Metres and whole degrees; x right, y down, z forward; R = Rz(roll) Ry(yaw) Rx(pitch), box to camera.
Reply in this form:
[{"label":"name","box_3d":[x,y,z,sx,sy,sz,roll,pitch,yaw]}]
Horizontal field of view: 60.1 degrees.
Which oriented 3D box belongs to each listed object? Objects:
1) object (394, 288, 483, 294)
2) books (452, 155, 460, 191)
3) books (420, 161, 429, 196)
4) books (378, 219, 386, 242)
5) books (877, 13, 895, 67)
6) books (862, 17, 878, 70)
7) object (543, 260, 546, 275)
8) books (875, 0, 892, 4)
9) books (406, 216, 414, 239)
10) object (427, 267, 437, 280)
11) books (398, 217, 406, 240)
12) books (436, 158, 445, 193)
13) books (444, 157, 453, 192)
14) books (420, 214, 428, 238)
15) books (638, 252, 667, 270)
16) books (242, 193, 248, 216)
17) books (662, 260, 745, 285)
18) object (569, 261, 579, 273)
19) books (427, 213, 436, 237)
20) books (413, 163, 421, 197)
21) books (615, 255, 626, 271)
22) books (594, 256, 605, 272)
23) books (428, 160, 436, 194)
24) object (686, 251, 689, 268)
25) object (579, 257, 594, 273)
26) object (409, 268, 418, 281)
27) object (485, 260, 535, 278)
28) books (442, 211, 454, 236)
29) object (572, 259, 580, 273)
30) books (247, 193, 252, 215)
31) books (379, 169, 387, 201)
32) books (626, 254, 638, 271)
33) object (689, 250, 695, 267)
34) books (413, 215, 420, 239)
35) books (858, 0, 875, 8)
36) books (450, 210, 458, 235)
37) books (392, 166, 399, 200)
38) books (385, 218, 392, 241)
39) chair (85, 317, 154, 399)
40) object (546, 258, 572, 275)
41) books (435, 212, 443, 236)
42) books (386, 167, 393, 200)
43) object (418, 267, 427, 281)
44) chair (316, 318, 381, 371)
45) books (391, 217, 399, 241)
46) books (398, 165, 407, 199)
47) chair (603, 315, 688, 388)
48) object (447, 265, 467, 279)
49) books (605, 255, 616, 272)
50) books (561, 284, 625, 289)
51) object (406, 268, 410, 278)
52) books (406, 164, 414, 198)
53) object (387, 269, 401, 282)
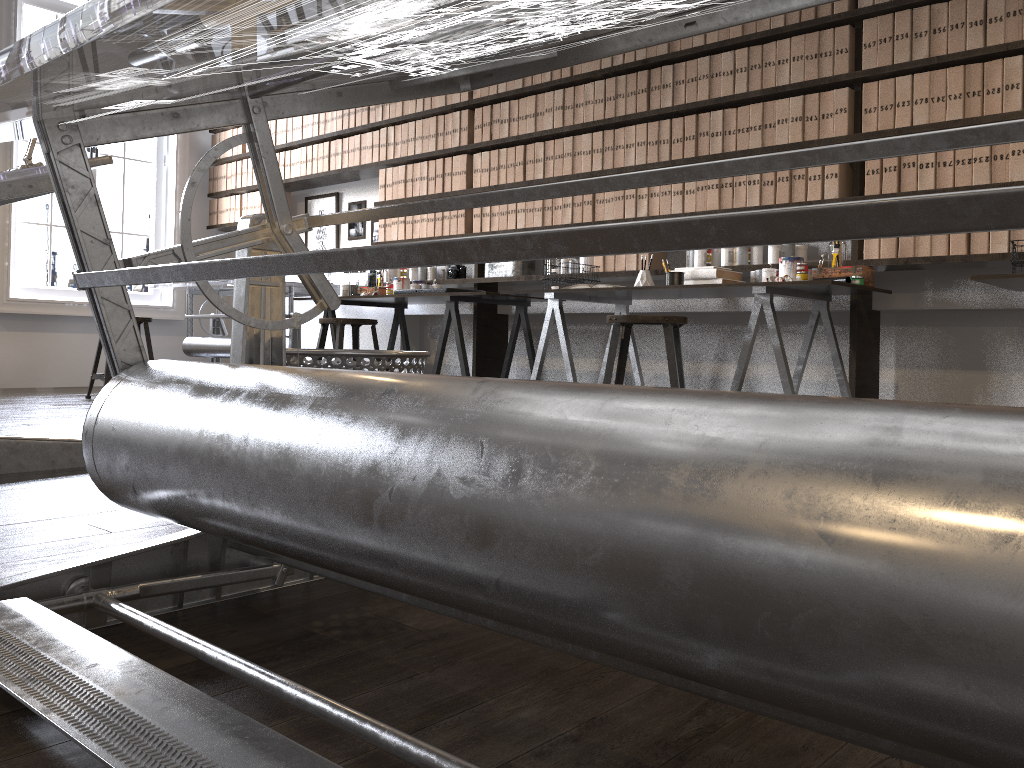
[{"label":"object","box_3d":[-0.408,-0.511,4.995,0.446,0.033,0.312,3,3,42]},{"label":"books","box_3d":[-0.290,-1.309,5.576,0.067,0.225,0.174,1,0,42]},{"label":"books","box_3d":[-0.512,-1.323,5.771,0.067,0.226,0.174,1,0,42]},{"label":"books","box_3d":[-0.821,-1.070,6.036,0.067,0.226,0.174,1,0,42]},{"label":"books","box_3d":[1.651,-1.468,3.849,0.067,0.226,0.174,1,0,42]},{"label":"books","box_3d":[1.607,-1.471,3.894,0.067,0.225,0.174,1,0,42]},{"label":"object","box_3d":[0.221,-0.713,5.252,0.079,0.188,0.079,1,0,21]},{"label":"books","box_3d":[1.647,-1.738,3.860,0.067,0.226,0.174,1,0,42]},{"label":"books","box_3d":[-0.614,-1.058,5.859,0.067,0.226,0.174,1,0,42]},{"label":"object","box_3d":[-0.521,-0.711,5.759,0.062,0.094,0.062,1,0,27]},{"label":"books","box_3d":[-0.669,-1.061,5.903,0.067,0.226,0.174,1,0,42]},{"label":"books","box_3d":[-0.404,-1.316,5.673,0.067,0.226,0.174,1,0,42]},{"label":"books","box_3d":[-0.345,-1.313,5.628,0.067,0.225,0.174,1,0,42]},{"label":"books","box_3d":[-0.511,-1.052,5.765,0.067,0.226,0.174,1,0,42]},{"label":"books","box_3d":[0.739,-0.702,4.647,0.067,0.226,0.174,1,0,42]},{"label":"books","box_3d":[-2.092,-1.418,7.178,0.067,0.226,0.174,1,0,42]},{"label":"books","box_3d":[0.865,-0.497,4.096,0.295,0.147,0.385,3,3,42]},{"label":"object","box_3d":[0.395,-0.654,4.991,0.181,0.093,0.062,0,1,-34]},{"label":"books","box_3d":[-0.459,-1.048,5.714,0.067,0.226,0.174,1,0,42]},{"label":"books","box_3d":[-0.562,-1.326,5.821,0.067,0.226,0.174,1,0,42]},{"label":"books","box_3d":[0.632,-0.708,4.742,0.067,0.226,0.174,1,0,42]},{"label":"books","box_3d":[0.525,-0.714,4.829,0.067,0.226,0.174,1,0,42]},{"label":"books","box_3d":[-0.456,-1.320,5.727,0.067,0.226,0.174,1,0,42]},{"label":"object","box_3d":[0.919,-0.637,4.519,0.062,0.119,0.062,1,0,-7]},{"label":"object","box_3d":[0.423,-0.666,4.914,0.094,0.128,0.095,1,1,-42]},{"label":"object","box_3d":[-0.644,-0.716,5.819,0.062,0.094,0.062,1,0,27]},{"label":"object","box_3d":[-0.013,-0.711,5.342,0.317,0.152,0.193,3,2,41]},{"label":"books","box_3d":[-0.355,-1.042,5.627,0.067,0.225,0.174,1,0,42]},{"label":"object","box_3d":[0.374,-0.659,5.032,0.062,0.093,0.063,1,0,4]},{"label":"books","box_3d":[-2.036,-1.415,7.131,0.067,0.225,0.174,1,0,42]},{"label":"books","box_3d":[-0.819,-1.341,6.044,0.067,0.226,0.174,1,0,42]},{"label":"books","box_3d":[0.682,-0.705,4.691,0.067,0.226,0.174,1,0,42]},{"label":"object","box_3d":[0.921,-0.633,4.453,0.063,0.118,0.062,1,0,-7]},{"label":"books","box_3d":[-0.561,-1.055,5.814,0.067,0.226,0.174,1,0,42]},{"label":"books","box_3d":[1.595,-1.741,3.911,0.067,0.226,0.174,1,0,42]},{"label":"books","box_3d":[-0.305,-1.039,5.585,0.067,0.225,0.174,1,0,42]},{"label":"books","box_3d":[-0.716,-1.335,5.957,0.067,0.225,0.174,1,0,42]},{"label":"books","box_3d":[-0.768,-1.067,5.995,0.067,0.225,0.174,1,0,42]},{"label":"chair","box_3d":[-2.431,-0.156,5.555,0.358,0.528,0.372,1,1,-40]},{"label":"object","box_3d":[0.276,-0.754,5.099,0.181,0.272,0.156,1,0,26]},{"label":"books","box_3d":[-0.406,-1.045,5.666,0.067,0.226,0.174,1,0,42]},{"label":"books","box_3d":[-0.764,-1.338,5.998,0.067,0.225,0.174,1,0,42]},{"label":"object","box_3d":[-0.583,-0.713,5.785,0.062,0.093,0.063,1,0,27]},{"label":"chair","box_3d":[-0.903,-0.092,4.850,0.358,0.528,0.372,1,1,-40]},{"label":"books","box_3d":[-0.722,-1.064,5.952,0.067,0.225,0.174,1,0,42]},{"label":"books","box_3d":[-0.669,-1.332,5.909,0.067,0.226,0.174,1,0,42]},{"label":"chair","box_3d":[0.525,-0.002,3.485,0.372,0.528,0.358,1,0,15]},{"label":"object","box_3d":[-0.366,-0.709,5.605,0.171,0.109,0.091,3,1,42]},{"label":"books","box_3d":[0.579,-0.711,4.789,0.067,0.226,0.174,1,0,42]},{"label":"books","box_3d":[0.450,-0.456,4.227,0.355,0.029,0.256,3,3,42]},{"label":"object","box_3d":[-0.677,-0.745,5.947,0.070,0.130,0.070,1,0,-10]},{"label":"books","box_3d":[-0.615,-1.329,5.869,0.067,0.226,0.174,1,0,42]},{"label":"object","box_3d":[-0.803,-0.766,5.960,0.107,0.177,0.107,2,0,43]}]
